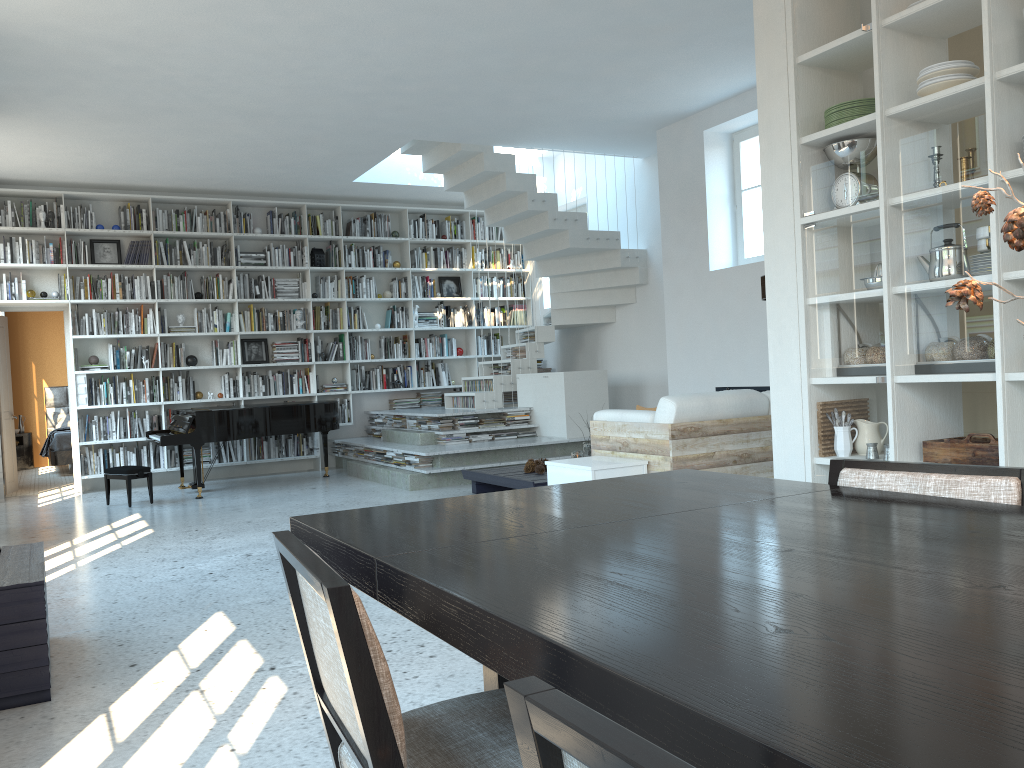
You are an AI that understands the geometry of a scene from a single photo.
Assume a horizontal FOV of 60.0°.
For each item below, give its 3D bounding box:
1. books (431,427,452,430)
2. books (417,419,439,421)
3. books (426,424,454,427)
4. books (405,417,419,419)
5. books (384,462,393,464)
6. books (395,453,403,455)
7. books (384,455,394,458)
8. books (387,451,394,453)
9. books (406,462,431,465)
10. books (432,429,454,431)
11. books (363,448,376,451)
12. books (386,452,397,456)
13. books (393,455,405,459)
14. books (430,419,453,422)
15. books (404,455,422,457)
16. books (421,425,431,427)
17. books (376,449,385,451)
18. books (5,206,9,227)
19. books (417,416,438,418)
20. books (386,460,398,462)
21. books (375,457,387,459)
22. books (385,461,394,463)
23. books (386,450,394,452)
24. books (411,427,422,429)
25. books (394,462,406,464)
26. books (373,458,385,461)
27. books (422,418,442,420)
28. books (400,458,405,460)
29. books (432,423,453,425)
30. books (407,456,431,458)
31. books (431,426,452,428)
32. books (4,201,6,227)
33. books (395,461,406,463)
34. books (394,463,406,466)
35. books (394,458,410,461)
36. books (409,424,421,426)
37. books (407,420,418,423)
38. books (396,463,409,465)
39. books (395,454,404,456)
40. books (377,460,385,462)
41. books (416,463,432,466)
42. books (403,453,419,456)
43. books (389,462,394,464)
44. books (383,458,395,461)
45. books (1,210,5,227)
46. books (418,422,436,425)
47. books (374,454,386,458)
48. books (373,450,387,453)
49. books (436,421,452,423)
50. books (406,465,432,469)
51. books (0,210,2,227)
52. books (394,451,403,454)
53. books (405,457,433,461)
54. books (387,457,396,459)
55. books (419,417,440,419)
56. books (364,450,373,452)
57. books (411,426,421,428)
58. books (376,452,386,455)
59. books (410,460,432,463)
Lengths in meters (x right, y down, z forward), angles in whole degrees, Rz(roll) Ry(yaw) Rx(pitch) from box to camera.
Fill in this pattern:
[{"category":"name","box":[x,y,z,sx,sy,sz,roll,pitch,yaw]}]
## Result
[{"category":"books","box":[-0.732,0.458,9.166,0.161,0.014,0.212,-3,1,-24]},{"category":"books","box":[-0.873,0.378,9.406,0.168,0.013,0.281,-3,1,-31]},{"category":"books","box":[-0.740,0.424,9.162,0.184,0.014,0.297,-3,1,-29]},{"category":"books","box":[-1.029,0.364,9.669,0.192,0.014,0.256,-3,1,-32]},{"category":"books","box":[-1.172,0.792,8.935,0.193,0.005,0.225,-3,1,-32]},{"category":"books","box":[-1.030,0.674,8.669,0.178,0.010,0.196,-3,1,-23]},{"category":"books","box":[-1.167,0.722,8.937,0.180,0.017,0.182,-3,1,-31]},{"category":"books","box":[-1.158,0.679,8.942,0.139,0.013,0.288,-3,1,-23]},{"category":"books","box":[-0.888,0.746,8.400,0.187,0.017,0.205,-3,1,-23]},{"category":"books","box":[-0.718,0.469,9.174,0.144,0.009,0.249,-3,1,-28]},{"category":"books","box":[-1.459,0.695,9.479,0.179,0.012,0.249,-3,1,-31]},{"category":"books","box":[-1.155,0.699,8.944,0.141,0.028,0.222,-3,1,-33]},{"category":"books","box":[-1.028,0.708,8.671,0.168,0.013,0.281,-3,1,-33]},{"category":"books","box":[-0.728,0.378,9.169,0.149,0.014,0.228,-3,1,-30]},{"category":"books","box":[-0.888,0.671,8.400,0.176,0.010,0.266,-3,1,-32]},{"category":"books","box":[-0.859,0.438,9.413,0.155,0.028,0.189,-3,1,-27]},{"category":"books","box":[-1.302,0.676,9.212,0.160,0.008,0.239,-3,1,-27]},{"category":"books","box":[-5.149,-1.683,9.049,0.024,0.227,0.157,-4,1,-28]},{"category":"books","box":[-0.886,0.346,9.399,0.189,0.022,0.237,-3,1,-23]},{"category":"books","box":[-1.163,0.763,8.939,0.180,0.008,0.267,-3,1,-29]},{"category":"books","box":[-1.307,0.757,9.209,0.177,0.011,0.220,-3,1,-26]},{"category":"books","box":[-1.158,0.779,8.942,0.171,0.005,0.297,-3,1,-29]},{"category":"books","box":[-1.159,0.665,8.942,0.157,0.014,0.215,-3,1,-26]},{"category":"books","box":[-0.999,0.475,9.684,0.132,0.016,0.262,-3,1,-23]},{"category":"books","box":[-1.029,0.763,8.670,0.191,0.006,0.275,-3,1,-26]},{"category":"books","box":[-1.315,0.776,9.205,0.189,0.009,0.291,-3,1,-25]},{"category":"books","box":[-0.872,0.368,9.406,0.171,0.007,0.260,-3,1,-30]},{"category":"books","box":[-1.017,0.723,8.676,0.150,0.004,0.290,-3,1,-24]},{"category":"books","box":[-0.720,0.410,9.173,0.137,0.012,0.242,-3,1,-27]},{"category":"books","box":[-0.881,0.684,8.404,0.164,0.015,0.243,-3,1,-24]},{"category":"books","box":[-0.728,0.443,9.169,0.152,0.015,0.208,-3,1,-31]},{"category":"books","box":[-5.161,-1.709,9.033,0.010,0.281,0.160,-4,1,-28]},{"category":"books","box":[-1.016,0.756,8.677,0.170,0.006,0.268,-3,1,-28]},{"category":"books","box":[-1.031,0.783,8.668,0.191,0.016,0.209,-3,1,-23]},{"category":"books","box":[-1.028,0.733,8.670,0.191,0.015,0.246,-3,1,-27]},{"category":"books","box":[-1.007,0.443,9.680,0.167,0.024,0.192,-3,1,-27]},{"category":"books","box":[-1.015,0.402,9.676,0.174,0.029,0.250,-3,1,-30]},{"category":"books","box":[-1.023,0.770,8.673,0.178,0.009,0.276,-3,1,-30]},{"category":"books","box":[-1.021,0.690,8.674,0.175,0.006,0.251,-3,1,-28]},{"category":"books","box":[-1.295,0.792,9.215,0.142,0.012,0.291,-3,1,-24]},{"category":"books","box":[-0.856,0.760,8.417,0.132,0.014,0.205,-3,1,-28]},{"category":"books","box":[-0.895,0.660,8.397,0.192,0.014,0.256,-3,1,-32]},{"category":"books","box":[-1.154,0.785,8.944,0.147,0.008,0.236,-3,1,-23]},{"category":"books","box":[-1.169,0.753,8.936,0.189,0.013,0.215,-3,1,-30]},{"category":"books","box":[-5.185,-1.665,9.039,0.031,0.196,0.145,-4,1,-28]},{"category":"books","box":[-0.869,0.411,9.408,0.177,0.026,0.230,-3,1,-28]},{"category":"books","box":[-1.306,0.739,9.210,0.160,0.025,0.244,-3,1,-33]},{"category":"books","box":[-1.310,0.694,9.208,0.170,0.014,0.281,-3,1,-31]},{"category":"books","box":[-0.725,0.389,9.171,0.132,0.009,0.269,-3,1,-24]},{"category":"books","box":[-0.881,0.777,8.403,0.184,0.017,0.230,-3,1,-26]},{"category":"books","box":[-5.199,-1.659,9.003,0.028,0.186,0.182,-4,1,-28]},{"category":"books","box":[-1.032,0.661,8.669,0.182,0.016,0.256,-3,1,-25]},{"category":"books","box":[-0.880,0.705,8.404,0.156,0.027,0.287,-3,1,-33]},{"category":"books","box":[-1.165,0.733,8.939,0.171,0.007,0.260,-3,1,-25]},{"category":"books","box":[-0.873,0.360,9.406,0.170,0.008,0.208,-3,1,-25]},{"category":"books","box":[-1.455,0.708,9.481,0.165,0.014,0.235,-3,1,-33]},{"category":"books","box":[-0.991,0.461,9.688,0.136,0.013,0.258,-3,1,-28]},{"category":"books","box":[-1.298,0.717,9.214,0.142,0.017,0.239,-3,1,-32]},{"category":"books","box":[-0.861,0.726,8.414,0.137,0.019,0.224,-3,1,-27]}]
